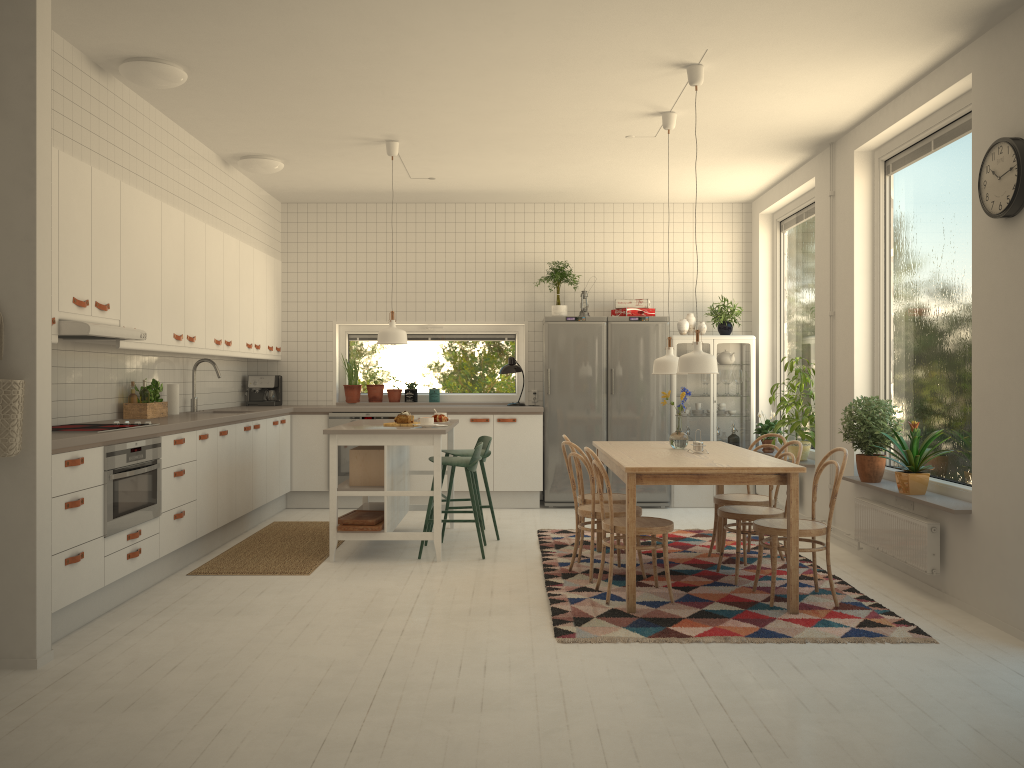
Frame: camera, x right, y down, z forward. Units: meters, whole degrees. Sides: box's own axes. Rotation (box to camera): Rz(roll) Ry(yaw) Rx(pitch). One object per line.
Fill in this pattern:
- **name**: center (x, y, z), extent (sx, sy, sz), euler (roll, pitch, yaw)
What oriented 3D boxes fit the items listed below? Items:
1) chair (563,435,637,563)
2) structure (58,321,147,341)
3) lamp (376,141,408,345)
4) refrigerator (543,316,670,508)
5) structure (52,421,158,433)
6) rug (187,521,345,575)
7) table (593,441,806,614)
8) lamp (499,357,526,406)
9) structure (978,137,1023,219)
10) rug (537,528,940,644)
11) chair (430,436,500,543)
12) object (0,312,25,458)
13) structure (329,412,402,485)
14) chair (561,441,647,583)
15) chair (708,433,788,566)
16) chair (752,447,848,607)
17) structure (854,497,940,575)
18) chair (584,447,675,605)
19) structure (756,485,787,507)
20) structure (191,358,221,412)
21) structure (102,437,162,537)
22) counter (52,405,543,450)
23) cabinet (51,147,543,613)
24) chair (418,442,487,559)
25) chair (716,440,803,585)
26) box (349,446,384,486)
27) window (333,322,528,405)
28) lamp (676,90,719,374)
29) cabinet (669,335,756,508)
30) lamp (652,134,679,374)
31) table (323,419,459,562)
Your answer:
- **chair**: center (0.573, 0.737, 5.816), extent (0.483, 0.810, 0.385), euler (0, 0, 3)
- **structure**: center (-2.317, -0.282, 4.719), extent (0.482, 0.073, 0.681), euler (0, 0, 0)
- **lamp**: center (-0.862, -1.031, 6.387), extent (0.229, 1.490, 0.229), euler (0, 0, 1)
- **refrigerator**: center (0.872, 0.268, 8.351), extent (1.146, 1.778, 0.559), euler (0, 0, 0)
- **structure**: center (-2.271, 0.243, 4.708), extent (0.504, 0.057, 0.763), euler (0, 0, 0)
- **rug**: center (-1.605, 1.153, 6.383), extent (0.750, 0.004, 2.000), euler (0, 0, 0)
- **table**: center (1.008, 0.779, 5.280), extent (0.894, 0.749, 1.797), euler (0, 0, 0)
- **lamp**: center (-0.004, -0.025, 8.451), extent (0.239, 0.465, 0.262), euler (0, 0, 29)
- **structure**: center (2.295, -0.961, 4.139), extent (0.074, 0.371, 0.371), euler (0, 0, 0)
- **rug**: center (1.069, 1.148, 5.503), extent (1.748, 0.035, 3.025), euler (0, 0, 0)
- **chair**: center (-0.365, 0.775, 6.701), extent (0.446, 0.752, 0.485), euler (0, 0, -15)
- **object**: center (-2.220, -0.003, 3.624), extent (0.439, 0.612, 0.093), euler (0, 0, -1)
- **structure**: center (-1.306, 0.614, 8.357), extent (0.705, 0.710, 0.704), euler (0, 0, 0)
- **chair**: center (0.540, 0.740, 5.306), extent (0.483, 0.810, 0.385), euler (0, 0, -17)
- **chair**: center (1.554, 0.737, 5.803), extent (0.483, 0.810, 0.385), euler (0, 0, -27)
- **chair**: center (1.537, 0.744, 4.743), extent (0.483, 0.810, 0.385), euler (0, 0, 3)
- **structure**: center (2.287, 0.882, 5.264), extent (0.113, 0.279, 1.029), euler (0, 0, 0)
- **chair**: center (0.633, 0.744, 4.803), extent (0.483, 0.810, 0.385), euler (0, 0, -2)
- **structure**: center (2.287, 0.864, 7.600), extent (0.113, 0.276, 1.016), euler (0, 0, 0)
- **structure**: center (-2.400, 0.010, 6.950), extent (0.236, 0.421, 0.063), euler (0, 0, 7)
- **structure**: center (-2.322, 0.528, 4.715), extent (0.704, 0.447, 0.682), euler (0, 0, 0)
- **counter**: center (-1.143, 0.306, 6.198), extent (2.856, 0.163, 4.844), euler (0, 0, 0)
- **cabinet**: center (-1.145, -0.092, 6.198), extent (2.853, 2.159, 4.844), euler (0, 0, 0)
- **chair**: center (-0.400, 0.779, 6.084), extent (0.446, 0.752, 0.485), euler (0, 0, 0)
- **chair**: center (1.462, 0.741, 5.245), extent (0.483, 0.810, 0.385), euler (0, 0, -2)
- **box**: center (-0.962, 0.557, 6.079), extent (0.237, 0.242, 0.357), euler (0, 0, 1)
- **window**: center (-0.793, -0.200, 8.758), extent (1.898, 0.816, 0.293), euler (0, 0, 0)
- **lamp**: center (1.013, -0.854, 4.839), extent (0.229, 1.596, 0.229), euler (0, 0, 35)
- **cabinet**: center (1.854, 0.344, 8.359), extent (0.789, 1.592, 0.453), euler (0, 0, 0)
- **lamp**: center (1.013, -0.860, 5.698), extent (0.229, 1.596, 0.229), euler (0, 0, -44)
- **table**: center (-0.825, 0.723, 6.440), extent (0.794, 0.864, 1.424), euler (0, 0, 0)
